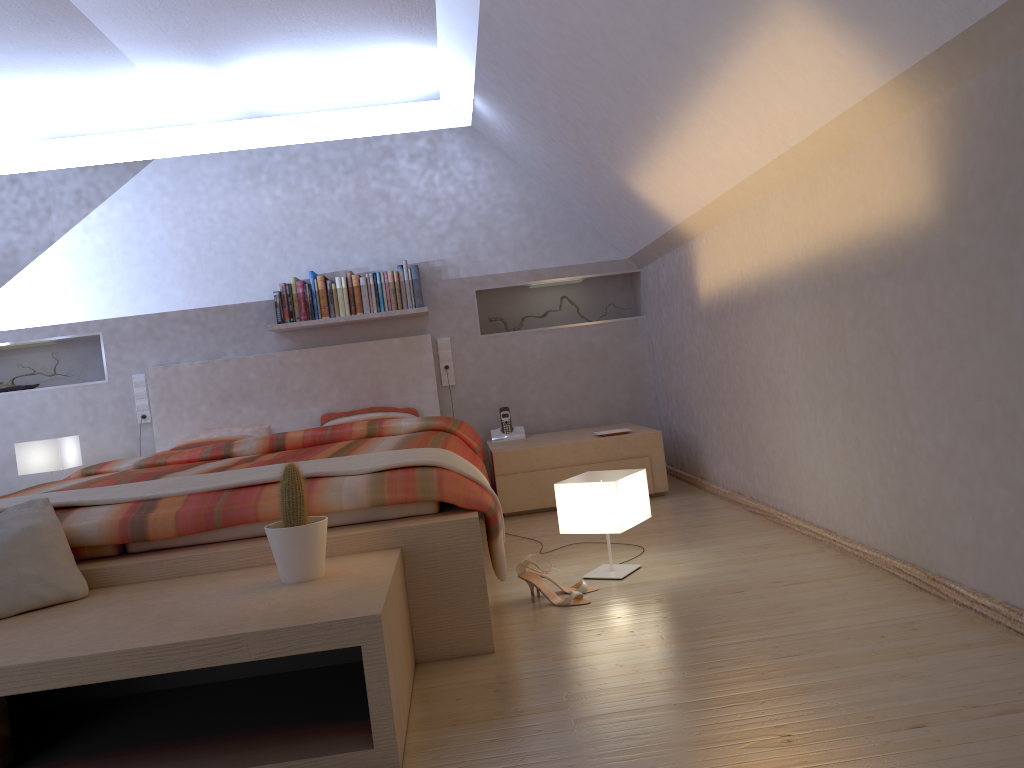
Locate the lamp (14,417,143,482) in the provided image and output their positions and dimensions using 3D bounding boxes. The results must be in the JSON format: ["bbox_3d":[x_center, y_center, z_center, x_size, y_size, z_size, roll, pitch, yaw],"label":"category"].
[{"bbox_3d":[-2.403,0.485,4.933,0.318,0.515,0.684,-7,1,25],"label":"lamp"}]

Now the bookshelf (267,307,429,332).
[{"bbox_3d":[-0.943,-0.374,5.165,0.916,0.028,0.223,-7,1,-4],"label":"bookshelf"}]

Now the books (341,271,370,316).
[{"bbox_3d":[-0.903,-0.525,5.165,0.140,0.260,0.209,-7,1,-4],"label":"books"}]

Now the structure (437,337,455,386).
[{"bbox_3d":[-0.395,-0.133,5.312,0.077,0.286,0.034,-7,1,-4],"label":"structure"}]

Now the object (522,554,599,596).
[{"bbox_3d":[0.151,0.600,2.825,0.235,0.132,0.079,-7,1,2],"label":"object"}]

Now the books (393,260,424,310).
[{"bbox_3d":[-0.607,-0.573,5.189,0.145,0.281,0.200,-7,1,-4],"label":"books"}]

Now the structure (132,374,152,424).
[{"bbox_3d":[-2.166,0.086,5.196,0.077,0.286,0.034,-7,1,-4],"label":"structure"}]

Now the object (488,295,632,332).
[{"bbox_3d":[0.303,-0.450,5.504,0.905,0.193,0.085,-7,1,-3],"label":"object"}]

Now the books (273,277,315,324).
[{"bbox_3d":[-1.253,-0.482,5.140,0.209,0.260,0.215,-7,1,-4],"label":"books"}]

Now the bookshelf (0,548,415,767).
[{"bbox_3d":[-0.988,0.668,1.927,1.495,0.303,0.643,-7,1,-4],"label":"bookshelf"}]

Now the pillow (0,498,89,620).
[{"bbox_3d":[-1.352,0.443,2.151,0.498,0.241,0.470,-8,1,-39],"label":"pillow"}]

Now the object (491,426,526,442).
[{"bbox_3d":[-0.026,0.283,5.128,0.192,0.087,0.153,-7,1,-4],"label":"object"}]

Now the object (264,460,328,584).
[{"bbox_3d":[-0.502,0.313,2.058,0.144,0.294,0.144,-7,1,21],"label":"object"}]

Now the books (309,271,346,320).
[{"bbox_3d":[-1.063,-0.516,5.159,0.178,0.281,0.200,-7,1,-4],"label":"books"}]

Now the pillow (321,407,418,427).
[{"bbox_3d":[-0.810,0.230,4.943,0.566,0.188,0.497,-7,1,-3],"label":"pillow"}]

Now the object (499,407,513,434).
[{"bbox_3d":[-0.035,0.218,5.146,0.060,0.169,0.079,-7,1,-4],"label":"object"}]

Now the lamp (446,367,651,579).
[{"bbox_3d":[0.067,0.260,4.085,0.396,0.788,2.551,-7,1,-13],"label":"lamp"}]

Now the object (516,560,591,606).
[{"bbox_3d":[0.125,0.605,2.725,0.235,0.132,0.079,-7,1,28],"label":"object"}]

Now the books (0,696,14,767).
[{"bbox_3d":[-1.353,0.718,1.723,0.652,0.193,0.157,-7,1,-4],"label":"books"}]

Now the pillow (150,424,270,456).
[{"bbox_3d":[-1.662,0.348,4.937,0.572,0.180,0.492,-7,1,-3],"label":"pillow"}]

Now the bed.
[{"bbox_3d":[-1.148,0.312,3.743,2.087,0.994,3.009,-7,1,-4],"label":"bed"}]

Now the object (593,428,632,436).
[{"bbox_3d":[0.524,0.254,4.611,0.179,0.015,0.177,-7,1,-3],"label":"object"}]

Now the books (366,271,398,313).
[{"bbox_3d":[-0.754,-0.529,5.180,0.159,0.231,0.200,-7,1,-4],"label":"books"}]

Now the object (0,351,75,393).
[{"bbox_3d":[-2.896,-0.083,5.300,0.589,0.242,0.183,-7,1,-5],"label":"object"}]

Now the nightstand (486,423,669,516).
[{"bbox_3d":[0.320,0.450,4.841,0.859,0.329,0.847,-7,1,-4],"label":"nightstand"}]
